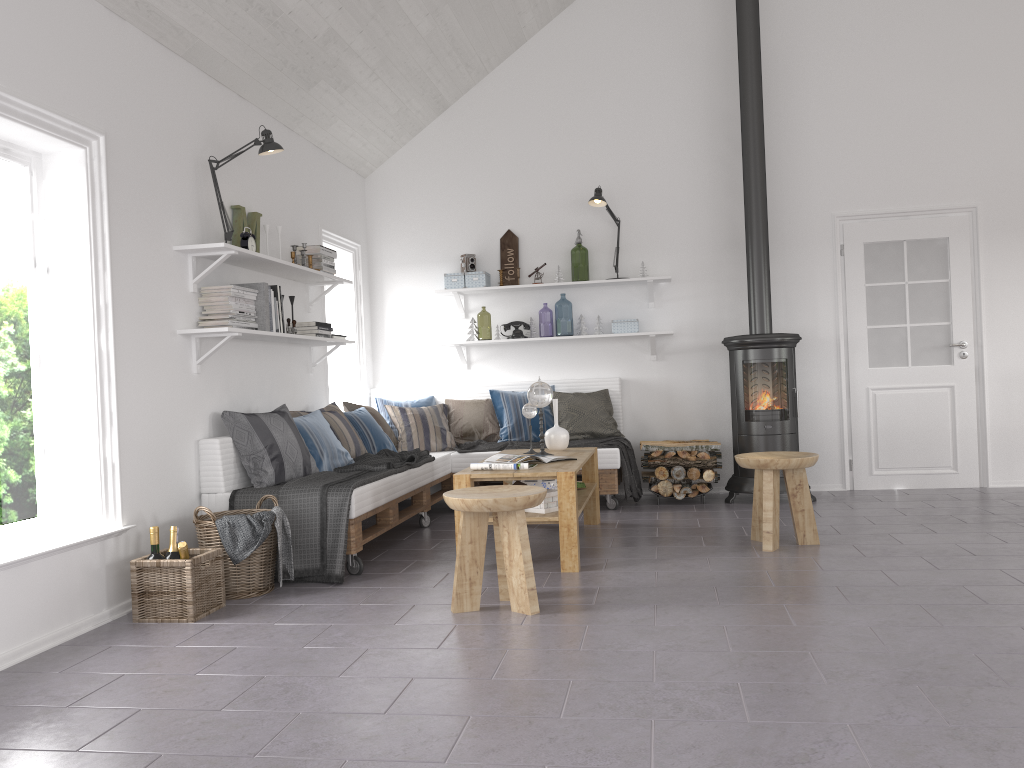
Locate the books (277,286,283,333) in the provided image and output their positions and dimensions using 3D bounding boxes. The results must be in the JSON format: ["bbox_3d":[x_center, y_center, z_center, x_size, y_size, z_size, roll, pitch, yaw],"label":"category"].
[{"bbox_3d":[-1.407,-0.414,5.020,0.200,0.272,0.054,-2,0,10],"label":"books"}]

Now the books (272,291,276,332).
[{"bbox_3d":[-1.420,-0.395,4.938,0.200,0.236,0.031,-2,0,10],"label":"books"}]

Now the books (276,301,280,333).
[{"bbox_3d":[-1.374,-0.371,4.985,0.125,0.185,0.042,-2,0,10],"label":"books"}]

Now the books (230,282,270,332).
[{"bbox_3d":[-1.432,-0.412,4.848,0.200,0.271,0.050,-2,0,10],"label":"books"}]

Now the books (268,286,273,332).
[{"bbox_3d":[-1.421,-0.405,4.895,0.193,0.257,0.046,-2,0,10],"label":"books"}]

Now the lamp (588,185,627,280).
[{"bbox_3d":[0.740,-1.136,6.711,0.196,0.703,0.439,-2,0,30],"label":"lamp"}]

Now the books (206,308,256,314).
[{"bbox_3d":[-1.484,-0.383,4.688,0.161,0.012,0.254,-2,0,10],"label":"books"}]

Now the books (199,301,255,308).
[{"bbox_3d":[-1.508,-0.414,4.689,0.182,0.016,0.288,-2,0,10],"label":"books"}]

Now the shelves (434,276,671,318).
[{"bbox_3d":[0.317,-0.664,6.889,1.820,0.212,0.269,-2,0,10],"label":"shelves"}]

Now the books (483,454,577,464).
[{"bbox_3d":[0.097,0.402,4.847,0.422,0.049,0.300,-3,0,-36],"label":"books"}]

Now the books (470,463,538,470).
[{"bbox_3d":[-0.039,0.416,4.569,0.300,0.043,0.229,-2,0,14],"label":"books"}]

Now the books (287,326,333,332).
[{"bbox_3d":[-1.295,-0.348,5.681,0.212,0.023,0.258,-2,0,10],"label":"books"}]

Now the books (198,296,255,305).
[{"bbox_3d":[-1.509,-0.435,4.685,0.180,0.028,0.296,-2,0,10],"label":"books"}]

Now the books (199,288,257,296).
[{"bbox_3d":[-1.494,-0.478,4.681,0.182,0.016,0.288,-2,0,10],"label":"books"}]

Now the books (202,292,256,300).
[{"bbox_3d":[-1.494,-0.460,4.683,0.174,0.021,0.273,-2,0,10],"label":"books"}]

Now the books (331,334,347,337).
[{"bbox_3d":[-1.250,-0.319,5.949,0.202,0.012,0.251,-2,0,11],"label":"books"}]

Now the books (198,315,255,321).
[{"bbox_3d":[-1.506,-0.342,4.679,0.182,0.016,0.288,-2,0,10],"label":"books"}]

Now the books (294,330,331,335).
[{"bbox_3d":[-1.287,-0.326,5.671,0.191,0.023,0.242,-2,0,8],"label":"books"}]

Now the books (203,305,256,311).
[{"bbox_3d":[-1.492,-0.398,4.696,0.167,0.017,0.263,-2,0,10],"label":"books"}]

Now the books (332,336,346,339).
[{"bbox_3d":[-1.243,-0.306,5.945,0.187,0.014,0.248,-2,0,8],"label":"books"}]

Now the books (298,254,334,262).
[{"bbox_3d":[-1.286,-0.825,5.835,0.161,0.027,0.223,-2,0,10],"label":"books"}]

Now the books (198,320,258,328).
[{"bbox_3d":[-1.492,-0.311,4.667,0.176,0.025,0.331,-2,0,10],"label":"books"}]

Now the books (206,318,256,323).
[{"bbox_3d":[-1.488,-0.330,4.693,0.161,0.013,0.254,-2,0,10],"label":"books"}]

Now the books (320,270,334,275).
[{"bbox_3d":[-1.292,-0.712,5.828,0.172,0.032,0.239,-2,0,10],"label":"books"}]

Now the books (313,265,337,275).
[{"bbox_3d":[-1.281,-0.745,5.839,0.172,0.032,0.239,-2,0,10],"label":"books"}]

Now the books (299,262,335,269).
[{"bbox_3d":[-1.283,-0.773,5.845,0.152,0.024,0.238,-2,0,10],"label":"books"}]

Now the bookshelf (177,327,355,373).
[{"bbox_3d":[-1.355,-0.175,5.219,0.269,0.212,1.820,-2,0,10],"label":"bookshelf"}]

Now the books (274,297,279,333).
[{"bbox_3d":[-1.382,-0.380,4.962,0.141,0.203,0.044,-2,0,10],"label":"books"}]

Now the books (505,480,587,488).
[{"bbox_3d":[0.189,0.597,5.280,0.445,0.079,0.301,-3,0,-40],"label":"books"}]

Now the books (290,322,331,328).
[{"bbox_3d":[-1.294,-0.374,5.671,0.190,0.028,0.239,-2,0,12],"label":"books"}]

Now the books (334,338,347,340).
[{"bbox_3d":[-1.241,-0.292,5.949,0.187,0.014,0.253,-2,0,10],"label":"books"}]

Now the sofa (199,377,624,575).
[{"bbox_3d":[-0.351,0.470,5.710,2.017,0.932,2.855,-2,0,10],"label":"sofa"}]

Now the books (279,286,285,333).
[{"bbox_3d":[-1.405,-0.415,5.044,0.210,0.274,0.048,-2,0,10],"label":"books"}]

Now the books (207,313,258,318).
[{"bbox_3d":[-1.479,-0.359,4.698,0.161,0.013,0.256,-2,0,10],"label":"books"}]

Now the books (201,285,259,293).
[{"bbox_3d":[-1.486,-0.495,4.674,0.182,0.016,0.288,-2,0,10],"label":"books"}]

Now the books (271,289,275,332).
[{"bbox_3d":[-1.422,-0.398,4.921,0.205,0.243,0.019,-2,0,10],"label":"books"}]

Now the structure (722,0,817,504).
[{"bbox_3d":[1.717,-1.609,6.408,0.643,4.887,0.626,-2,0,-14],"label":"structure"}]

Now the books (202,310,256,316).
[{"bbox_3d":[-1.492,-0.370,4.678,0.159,0.012,0.285,-2,0,10],"label":"books"}]

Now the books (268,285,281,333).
[{"bbox_3d":[-1.407,-0.415,5.002,0.200,0.274,0.038,-2,0,10],"label":"books"}]

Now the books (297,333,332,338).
[{"bbox_3d":[-1.291,-0.298,5.681,0.191,0.032,0.258,-2,0,12],"label":"books"}]

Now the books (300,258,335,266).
[{"bbox_3d":[-1.286,-0.798,5.862,0.161,0.026,0.223,-2,0,10],"label":"books"}]

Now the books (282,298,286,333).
[{"bbox_3d":[-1.386,-0.388,5.067,0.171,0.219,0.047,-2,0,10],"label":"books"}]

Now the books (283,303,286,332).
[{"bbox_3d":[-1.380,-0.372,5.093,0.152,0.185,0.045,-2,0,10],"label":"books"}]

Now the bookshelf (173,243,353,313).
[{"bbox_3d":[-1.372,-0.585,5.217,0.269,0.212,1.820,-2,0,10],"label":"bookshelf"}]

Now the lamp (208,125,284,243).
[{"bbox_3d":[-1.415,-1.035,4.701,0.196,0.703,0.439,-2,0,45],"label":"lamp"}]

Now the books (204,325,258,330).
[{"bbox_3d":[-1.479,-0.292,4.676,0.159,0.012,0.285,-2,0,10],"label":"books"}]

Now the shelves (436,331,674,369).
[{"bbox_3d":[0.335,-0.254,6.890,1.820,0.212,0.269,-2,0,10],"label":"shelves"}]
